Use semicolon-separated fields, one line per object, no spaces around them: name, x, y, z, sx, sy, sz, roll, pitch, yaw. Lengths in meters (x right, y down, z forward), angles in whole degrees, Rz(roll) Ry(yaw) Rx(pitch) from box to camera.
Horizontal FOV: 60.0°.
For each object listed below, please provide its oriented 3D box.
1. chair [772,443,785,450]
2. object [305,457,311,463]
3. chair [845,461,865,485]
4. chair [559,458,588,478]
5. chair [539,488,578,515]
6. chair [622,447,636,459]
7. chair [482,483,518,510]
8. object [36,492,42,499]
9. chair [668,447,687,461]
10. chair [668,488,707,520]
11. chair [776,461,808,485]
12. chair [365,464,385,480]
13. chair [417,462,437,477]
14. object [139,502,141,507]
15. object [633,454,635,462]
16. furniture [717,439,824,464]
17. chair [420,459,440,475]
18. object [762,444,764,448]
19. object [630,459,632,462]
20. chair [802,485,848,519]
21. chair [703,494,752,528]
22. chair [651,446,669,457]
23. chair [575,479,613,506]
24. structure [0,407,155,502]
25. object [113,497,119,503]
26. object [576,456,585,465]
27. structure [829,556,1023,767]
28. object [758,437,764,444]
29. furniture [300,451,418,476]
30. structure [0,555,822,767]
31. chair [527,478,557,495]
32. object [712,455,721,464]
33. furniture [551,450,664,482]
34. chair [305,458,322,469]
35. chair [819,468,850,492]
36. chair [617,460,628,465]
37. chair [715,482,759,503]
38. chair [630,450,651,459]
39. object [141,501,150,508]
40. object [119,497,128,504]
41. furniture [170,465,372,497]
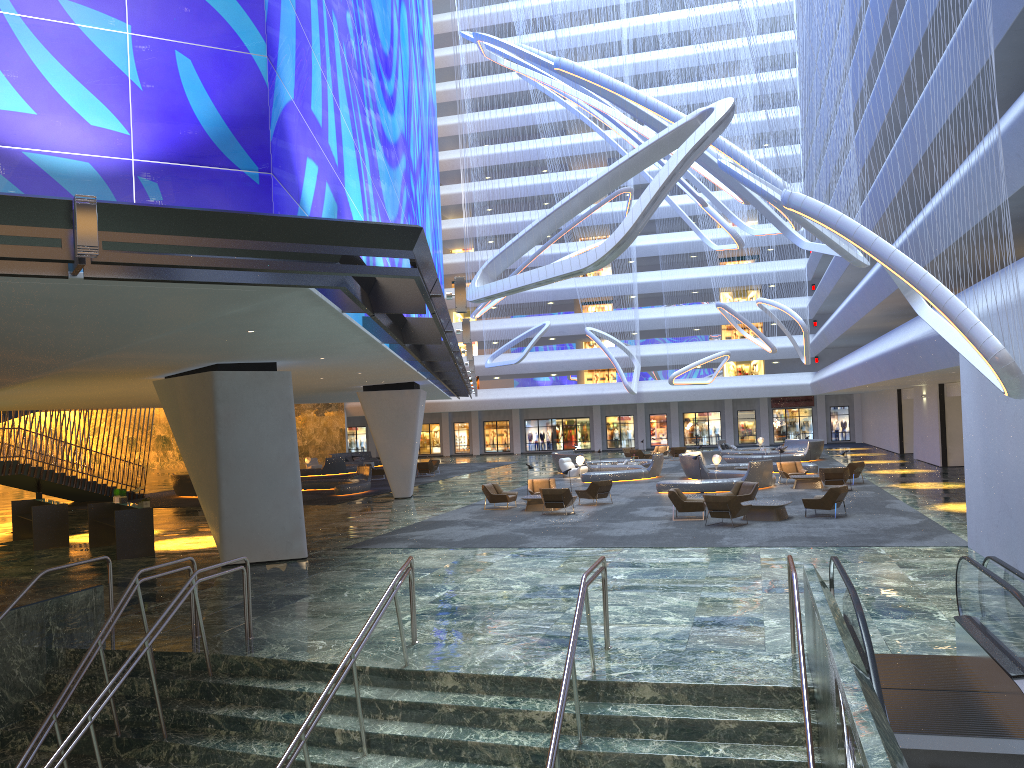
chair;14.944;3.631;48.733;0.929;0.766;0.939;-1;-2;-42
object;-12.123;4.518;52.619;0.367;0.387;0.318;-3;-1;22
chair;11.621;3.074;30.630;0.929;0.766;0.939;-1;-2;-42
chair;2.760;3.746;39.673;1.158;0.882;0.728;-3;-1;34
chair;1.292;3.303;25.070;0.930;0.766;0.939;-3;-2;21
chair;6.979;4.088;51.728;0.929;0.766;0.940;-2;-2;-31
chair;-0.382;3.463;27.343;0.939;0.766;0.929;-3;-2;24
object;-13.103;3.099;24.556;0.158;0.181;0.158;-2;-1;-30
chair;9.342;3.919;49.965;0.929;0.766;0.939;-2;-1;-6
chair;4.513;3.073;22.705;0.939;0.766;0.929;-3;-1;17
chair;10.024;3.187;31.771;0.929;0.766;0.939;-2;-1;-1
chair;-6.874;4.407;44.573;0.938;0.766;0.930;-2;-1;-14
chair;-4.349;4.307;44.789;0.930;0.766;0.939;-3;-1;13
object;-8.523;2.780;20.429;0.111;0.108;0.108;-1;-2;-40
object;5.914;3.596;42.997;0.066;0.355;0.076;-2;0;-18
furniture;13.827;3.511;47.871;5.187;0.969;9.930;-3;-2;12
chair;-4.330;4.382;46.753;0.938;0.766;0.930;-1;-2;-36
object;14.318;3.571;50.441;0.131;0.252;0.103;-2;-1;-2
object;5.776;3.718;42.941;0.071;0.118;0.151;-3;-1;25
chair;7.777;2.904;21.958;0.939;0.766;0.929;-4;-2;40
chair;5.093;2.986;21.088;0.930;0.766;0.938;-4;-2;42
chair;8.693;4.018;51.819;0.930;0.766;0.938;-3;-2;34
chair;2.565;3.333;27.264;0.929;0.766;0.939;-1;-2;-42
structure;-21.409;2.333;37.809;11.986;6.245;16.492;-3;-2;15
object;-9.803;2.879;22.023;0.150;0.145;0.150;-1;-2;-41
object;2.988;3.336;38.797;0.367;0.387;0.318;-2;-1;-3
structure;2.700;5.706;0.331;3.018;8.236;19.833;-3;-2;15
object;14.884;3.382;53.001;0.367;0.387;0.318;-2;-1;-3
furniture;-10.164;4.775;53.907;5.190;0.969;9.925;-4;-3;32
structure;-3.617;6.059;1.588;9.308;8.396;19.737;-3;-2;15
chair;0.967;3.446;28.405;0.929;0.766;0.939;-2;-1;-1
object;8.056;2.966;34.861;0.367;0.387;0.318;-3;-1;22
furniture;4.240;3.649;40.781;5.186;0.969;9.931;-3;-2;7
chair;-11.957;4.913;53.516;0.728;0.882;1.158;-2;-2;-31
chair;10.349;3.044;28.436;0.930;0.766;0.939;-3;-2;21
chair;4.909;3.983;43.280;1.784;0.501;0.586;-2;-2;-21
chair;6.101;3.050;23.860;0.938;0.766;0.930;-2;-2;-23
chair;7.040;3.977;48.904;0.938;0.766;0.930;-2;-2;-34
object;-8.366;2.746;20.240;0.149;0.149;0.149;-1;-2;-40
object;-9.526;2.855;21.724;0.150;0.145;0.150;-1;-2;-41
furniture;-10.389;4.169;37.988;9.935;0.969;5.184;-4;-3;32
